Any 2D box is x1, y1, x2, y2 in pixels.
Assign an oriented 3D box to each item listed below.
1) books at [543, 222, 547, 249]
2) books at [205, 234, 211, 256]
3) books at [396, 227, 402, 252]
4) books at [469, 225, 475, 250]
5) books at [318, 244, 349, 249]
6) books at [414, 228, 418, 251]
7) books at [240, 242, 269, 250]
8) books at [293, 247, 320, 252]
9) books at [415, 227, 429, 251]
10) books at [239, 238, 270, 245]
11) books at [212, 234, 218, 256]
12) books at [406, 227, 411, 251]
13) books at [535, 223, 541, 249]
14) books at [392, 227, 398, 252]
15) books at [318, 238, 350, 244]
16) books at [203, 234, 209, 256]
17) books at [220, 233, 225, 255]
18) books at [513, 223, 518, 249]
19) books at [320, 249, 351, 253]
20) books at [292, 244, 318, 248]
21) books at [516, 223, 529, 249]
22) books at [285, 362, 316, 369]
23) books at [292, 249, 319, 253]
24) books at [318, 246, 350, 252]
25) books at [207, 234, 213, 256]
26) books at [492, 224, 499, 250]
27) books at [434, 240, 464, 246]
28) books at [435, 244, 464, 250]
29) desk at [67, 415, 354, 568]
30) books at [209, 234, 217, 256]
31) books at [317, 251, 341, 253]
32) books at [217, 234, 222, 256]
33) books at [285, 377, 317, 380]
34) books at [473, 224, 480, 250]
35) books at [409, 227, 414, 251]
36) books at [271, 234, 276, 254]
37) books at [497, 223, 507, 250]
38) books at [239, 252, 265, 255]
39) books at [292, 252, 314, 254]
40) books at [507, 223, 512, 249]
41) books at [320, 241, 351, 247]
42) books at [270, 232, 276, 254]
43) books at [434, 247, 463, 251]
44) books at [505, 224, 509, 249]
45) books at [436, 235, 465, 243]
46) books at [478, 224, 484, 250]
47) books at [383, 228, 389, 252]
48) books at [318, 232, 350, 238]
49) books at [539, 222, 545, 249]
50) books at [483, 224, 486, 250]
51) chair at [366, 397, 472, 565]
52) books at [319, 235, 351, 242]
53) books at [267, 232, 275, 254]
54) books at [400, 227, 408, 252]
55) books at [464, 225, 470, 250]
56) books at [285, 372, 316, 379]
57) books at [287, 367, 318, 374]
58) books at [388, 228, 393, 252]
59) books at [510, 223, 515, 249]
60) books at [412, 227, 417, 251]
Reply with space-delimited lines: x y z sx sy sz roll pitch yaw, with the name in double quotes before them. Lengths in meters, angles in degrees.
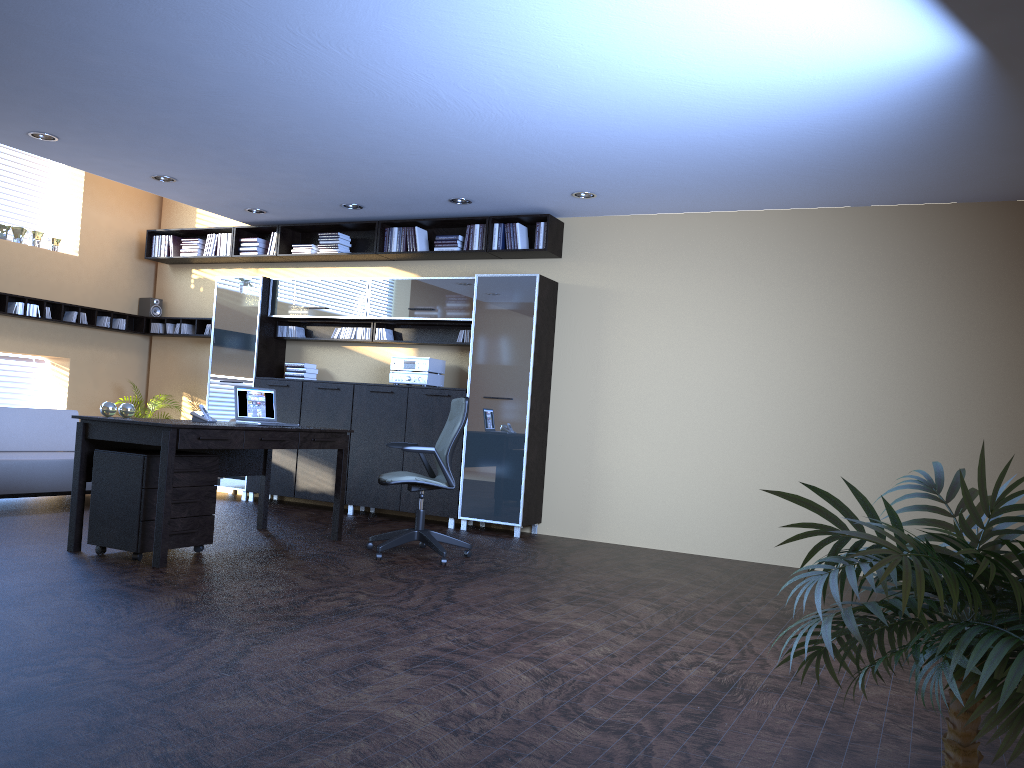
"books" 0.356 -1.364 8.295 0.050 0.258 0.208 4 -1 25
"books" -3.391 -1.559 10.095 0.075 0.259 0.208 4 -1 25
"books" -1.095 -1.439 9.006 0.050 0.258 0.208 4 -1 26
"books" -0.348 -1.400 8.641 0.050 0.258 0.208 4 -1 26
"books" -1.892 -1.452 9.399 0.258 0.028 0.208 3 -2 25
"books" -0.910 -1.429 8.925 0.072 0.257 0.208 4 -1 26
"books" -2.846 -1.527 9.843 0.258 0.050 0.208 3 -2 26
"books" -2.181 -1.439 9.514 0.258 0.028 0.208 3 -2 25
"books" -0.900 -1.430 8.892 0.072 0.257 0.208 4 -1 25
"books" -2.863 -1.580 9.849 0.258 0.050 0.208 3 -2 25
"books" -3.299 -1.553 10.067 0.075 0.259 0.208 4 -1 25
"books" -0.992 -1.434 8.952 0.075 0.259 0.208 4 -1 26
"books" 0.279 -1.368 8.344 0.050 0.258 0.208 4 -1 25
"books" -1.145 -1.442 9.022 0.050 0.258 0.208 4 -1 26
"books" -1.879 -1.510 9.374 0.258 0.028 0.208 3 -2 25
"books" -3.417 -1.560 10.114 0.075 0.259 0.208 4 -1 25
"books" -3.198 -1.549 10.008 0.050 0.258 0.208 4 -1 26
"books" 0.072 -1.379 8.427 0.075 0.259 0.208 4 -1 26
"books" -1.865 -1.394 9.370 0.258 0.028 0.208 3 -3 26
"books" -2.195 -1.468 9.529 0.258 0.028 0.208 3 -2 25
"books" 0.100 -1.378 8.412 0.075 0.259 0.208 4 -1 25
"books" -2.266 -0.196 9.502 0.258 0.050 0.208 3 -2 25
"books" -2.196 -1.412 9.513 0.258 0.028 0.208 3 -3 26
"books" -1.881 -1.423 9.377 0.258 0.028 0.208 3 -2 25
"books" -3.363 -1.557 10.080 0.075 0.259 0.208 4 -1 26
"books" -0.119 -1.389 8.518 0.050 0.258 0.208 4 -1 25
"books" -0.607 -1.383 8.764 0.258 0.031 0.208 3 -2 25
"books" -0.598 -1.351 8.758 0.258 0.031 0.208 3 -2 26
"desk" -2.108 0.733 6.477 0.913 0.890 1.897 3 -2 26
"books" -3.334 -1.556 10.067 0.075 0.259 0.208 4 -1 25
"books" -1.890 -1.367 9.370 0.258 0.028 0.208 3 -2 25
"books" -3.245 -1.551 10.031 0.050 0.258 0.208 4 -1 26
"books" -2.260 -0.043 9.488 0.258 0.050 0.208 3 -2 26
"books" -0.305 -1.399 8.610 0.050 0.258 0.208 4 -1 26
"books" -0.964 -1.432 8.937 0.075 0.259 0.208 4 -1 26
"books" -2.528 -1.514 9.679 0.075 0.259 0.208 4 -1 25
"books" -0.072 -1.387 8.496 0.050 0.258 0.208 4 -1 26
"books" -2.857 -1.426 9.838 0.258 0.050 0.208 3 -2 25
"books" -2.190 -1.383 9.506 0.258 0.028 0.208 3 -3 26
"books" 0.014 -1.382 8.454 0.075 0.259 0.208 4 -1 25
"books" -1.867 -1.480 9.379 0.258 0.028 0.208 3 -2 26
"books" -2.551 -1.515 9.705 0.075 0.259 0.208 4 -1 25
"books" -0.608 -1.309 8.769 0.258 0.050 0.208 3 -2 25
"books" -0.005 -1.382 8.487 0.075 0.259 0.208 4 -1 26
"books" -0.588 -1.423 8.748 0.258 0.050 0.208 3 -2 26
"books" -0.258 -1.396 8.589 0.050 0.258 0.208 4 -1 26
"books" -1.236 -1.446 9.072 0.050 0.258 0.208 4 -1 26
"books" -1.883 -1.567 9.379 0.258 0.028 0.208 3 -2 26
"books" 0.315 -1.366 8.314 0.036 0.258 0.208 4 -1 26
"books" -0.211 -1.394 8.565 0.050 0.258 0.208 4 -1 26
"chair" -0.632 0.682 6.652 0.769 1.215 0.832 4 -1 -17
"books" -1.868 -1.538 9.366 0.258 0.028 0.208 3 -2 25
"books" -2.581 -1.516 9.715 0.075 0.259 0.208 4 -1 26
"books" -1.049 -1.437 8.981 0.050 0.258 0.208 4 -1 26
"books" -0.398 -1.403 8.661 0.055 0.260 0.208 4 -1 26
"books" -2.264 -0.094 9.498 0.258 0.050 0.208 3 -2 26
"books" -2.246 -0.144 9.502 0.258 0.050 0.208 3 -2 26
"books" -1.189 -1.444 9.050 0.050 0.258 0.208 4 -1 26
"books" 0.045 -1.380 8.444 0.075 0.259 0.208 4 -1 26
"books" -0.937 -1.429 8.919 0.072 0.257 0.208 4 -1 26
